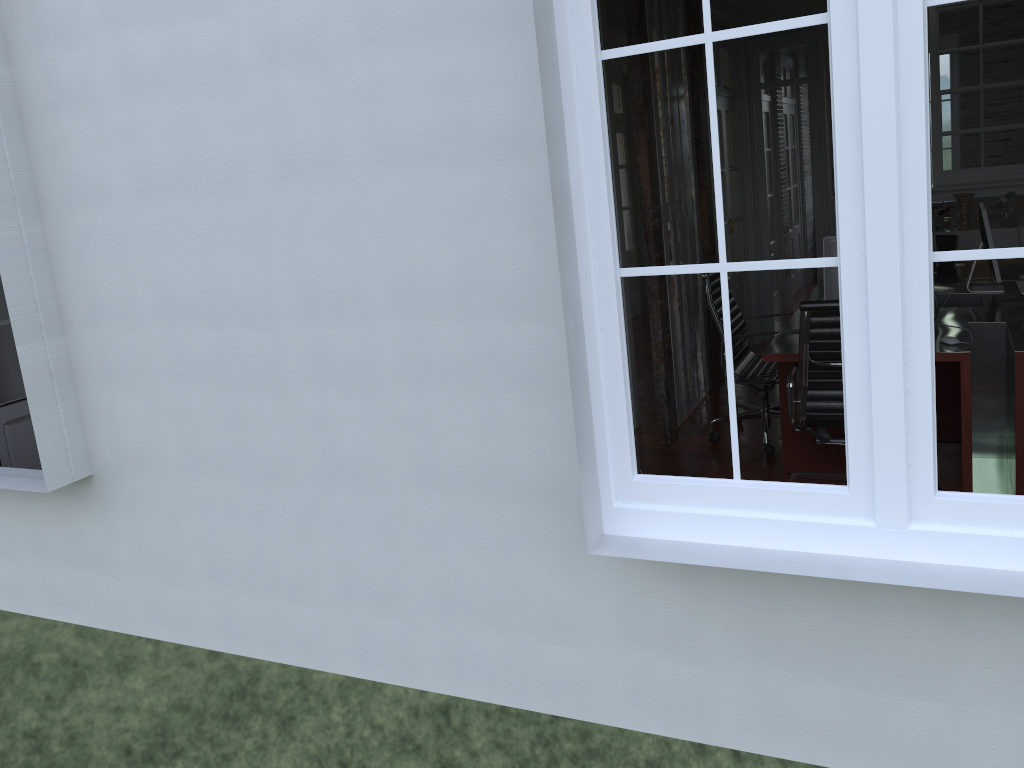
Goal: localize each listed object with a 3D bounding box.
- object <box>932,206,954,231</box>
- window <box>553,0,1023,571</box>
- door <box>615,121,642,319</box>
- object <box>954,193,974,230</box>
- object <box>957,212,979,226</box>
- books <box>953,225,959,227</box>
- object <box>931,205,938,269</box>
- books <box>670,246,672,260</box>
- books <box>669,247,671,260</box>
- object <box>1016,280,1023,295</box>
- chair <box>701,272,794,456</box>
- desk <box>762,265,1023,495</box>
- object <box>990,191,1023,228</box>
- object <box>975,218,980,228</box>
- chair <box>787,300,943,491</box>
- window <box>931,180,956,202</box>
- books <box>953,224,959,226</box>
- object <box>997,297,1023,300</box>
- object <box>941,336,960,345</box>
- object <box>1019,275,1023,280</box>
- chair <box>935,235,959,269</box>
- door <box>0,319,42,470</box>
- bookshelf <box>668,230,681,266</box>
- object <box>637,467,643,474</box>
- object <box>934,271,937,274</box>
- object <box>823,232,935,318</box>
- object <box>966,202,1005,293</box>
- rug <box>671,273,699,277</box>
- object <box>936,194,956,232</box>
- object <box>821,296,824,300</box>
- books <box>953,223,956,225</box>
[{"bbox_3d":[3.452,-1.343,7.183,0.386,0.178,0.158,-16,15,-36],"label":"object"},{"bbox_3d":[0.833,-0.554,1.999,1.527,1.965,0.128,0,12,27],"label":"window"},{"bbox_3d":[1.097,-1.664,9.180,0.041,2.065,1.088,-1,12,26],"label":"door"},{"bbox_3d":[3.568,-1.359,6.982,0.143,0.276,0.145,3,15,40],"label":"object"},{"bbox_3d":[3.713,-1.361,7.197,0.159,0.151,0.218,-4,13,12],"label":"object"},{"bbox_3d":[3.545,-1.305,7.338,0.181,0.011,0.248,-8,14,-8],"label":"books"},{"bbox_3d":[2.456,-0.903,5.678,0.191,0.480,0.485,-15,15,-37],"label":"object"},{"bbox_3d":[2.508,-2.044,13.765,0.038,0.221,0.161,-1,13,26],"label":"books"},{"bbox_3d":[2.463,-2.025,13.773,0.048,0.190,0.145,-1,13,26],"label":"books"},{"bbox_3d":[2.904,-0.542,4.962,0.118,0.017,0.444,0,15,26],"label":"object"},{"bbox_3d":[1.466,-0.179,5.098,0.698,1.013,0.673,-2,12,21],"label":"chair"},{"bbox_3d":[2.332,-0.110,5.019,1.300,0.720,2.535,0,15,26],"label":"desk"},{"bbox_3d":[3.833,-1.353,6.857,0.189,0.269,0.167,-12,13,-27],"label":"object"},{"bbox_3d":[3.688,-1.267,6.951,0.092,0.086,0.094,-12,13,-26],"label":"object"},{"bbox_3d":[1.557,0.073,4.005,0.665,1.013,0.706,0,13,30],"label":"chair"},{"bbox_3d":[4.472,-3.028,10.511,1.539,1.919,0.128,0,12,27],"label":"window"},{"bbox_3d":[3.544,-1.313,7.337,0.181,0.007,0.248,-8,14,-8],"label":"books"},{"bbox_3d":[2.670,-0.457,4.735,0.149,0.011,0.011,-6,12,3],"label":"object"},{"bbox_3d":[1.948,-0.197,3.942,0.059,0.028,0.107,-7,13,-4],"label":"object"},{"bbox_3d":[3.051,-0.633,5.245,0.059,0.028,0.107,-9,14,-11],"label":"object"},{"bbox_3d":[2.837,-0.571,6.321,0.605,0.910,0.477,-14,13,-32],"label":"chair"},{"bbox_3d":[-2.926,-0.212,4.782,0.041,2.160,1.173,-1,12,26],"label":"door"},{"bbox_3d":[2.591,-2.116,13.651,1.400,0.544,0.404,0,13,26],"label":"bookshelf"},{"bbox_3d":[0.522,0.543,4.228,0.235,0.379,0.222,-5,11,5],"label":"object"},{"bbox_3d":[2.593,-0.734,5.905,0.439,0.017,0.120,1,15,26],"label":"object"},{"bbox_3d":[1.752,-0.478,4.237,0.483,0.480,0.191,0,12,27],"label":"object"},{"bbox_3d":[2.691,-0.776,5.041,0.189,0.480,0.489,-1,13,26],"label":"object"},{"bbox_3d":[2.559,-1.654,12.880,1.067,0.016,1.080,0,15,26],"label":"rug"},{"bbox_3d":[3.446,-1.351,6.988,0.128,0.284,0.130,-8,11,-6],"label":"object"},{"bbox_3d":[1.985,-0.555,5.447,0.118,0.017,0.444,0,15,26],"label":"object"},{"bbox_3d":[3.543,-1.323,7.346,0.169,0.007,0.191,-8,14,-8],"label":"books"}]
